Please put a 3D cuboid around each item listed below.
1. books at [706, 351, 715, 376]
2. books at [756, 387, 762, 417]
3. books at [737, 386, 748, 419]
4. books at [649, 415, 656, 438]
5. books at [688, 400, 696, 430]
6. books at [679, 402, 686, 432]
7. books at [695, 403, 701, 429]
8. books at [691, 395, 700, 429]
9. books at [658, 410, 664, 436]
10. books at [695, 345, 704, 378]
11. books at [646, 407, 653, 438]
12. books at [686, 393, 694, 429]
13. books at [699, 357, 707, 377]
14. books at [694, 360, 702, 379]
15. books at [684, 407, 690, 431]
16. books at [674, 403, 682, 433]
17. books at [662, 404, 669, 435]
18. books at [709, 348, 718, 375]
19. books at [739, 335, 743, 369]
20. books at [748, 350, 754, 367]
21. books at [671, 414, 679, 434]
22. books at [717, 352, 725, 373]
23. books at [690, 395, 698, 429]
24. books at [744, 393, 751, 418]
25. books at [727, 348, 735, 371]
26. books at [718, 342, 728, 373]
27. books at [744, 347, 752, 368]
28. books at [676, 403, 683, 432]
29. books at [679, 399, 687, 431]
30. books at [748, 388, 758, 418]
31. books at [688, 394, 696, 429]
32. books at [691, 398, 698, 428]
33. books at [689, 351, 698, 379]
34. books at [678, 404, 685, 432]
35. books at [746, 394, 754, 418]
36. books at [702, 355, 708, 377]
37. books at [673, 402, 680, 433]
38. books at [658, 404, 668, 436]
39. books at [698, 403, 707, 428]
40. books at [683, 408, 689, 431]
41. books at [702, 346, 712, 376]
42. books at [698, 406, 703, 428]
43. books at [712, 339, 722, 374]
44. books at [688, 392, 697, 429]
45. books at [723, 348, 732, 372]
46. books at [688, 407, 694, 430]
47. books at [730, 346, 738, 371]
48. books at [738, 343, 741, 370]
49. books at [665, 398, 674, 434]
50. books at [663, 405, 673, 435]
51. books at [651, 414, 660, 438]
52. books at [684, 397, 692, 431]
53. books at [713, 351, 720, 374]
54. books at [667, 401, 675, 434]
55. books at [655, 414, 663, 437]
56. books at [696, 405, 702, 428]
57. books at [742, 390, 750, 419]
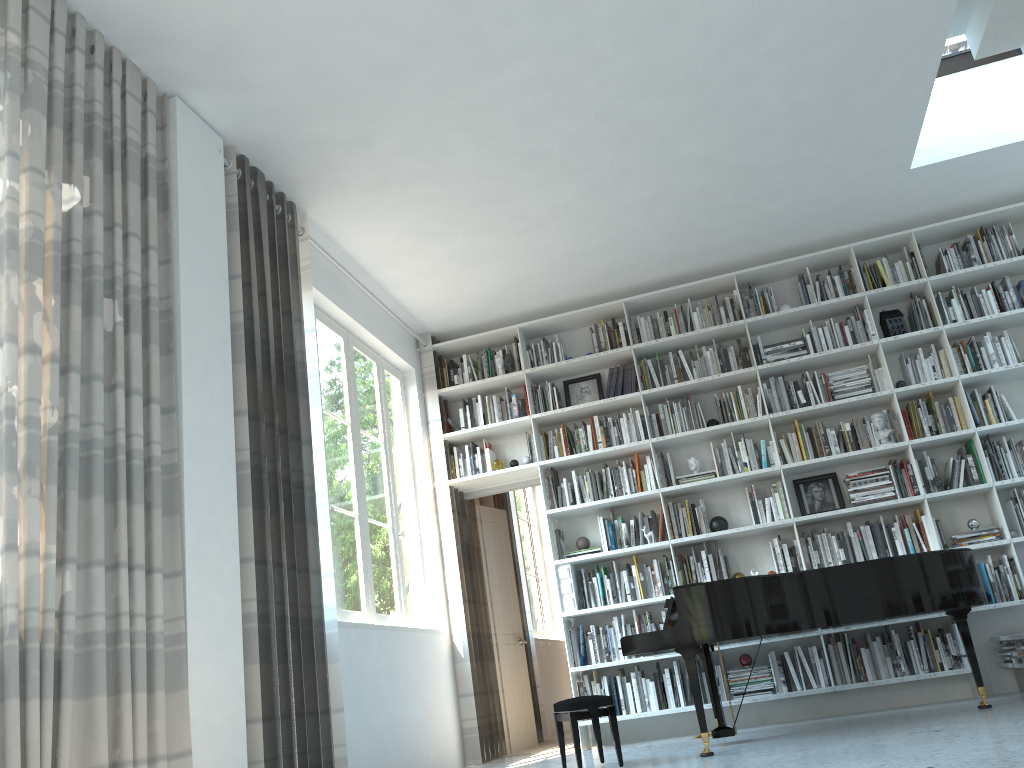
[{"bbox_3d":[1.487,-0.111,6.603,0.021,0.225,0.192,-13,-19,12],"label":"books"},{"bbox_3d":[1.792,0.165,6.417,0.064,0.236,0.209,-13,-19,12],"label":"books"},{"bbox_3d":[1.689,0.172,6.468,0.022,0.283,0.190,-13,-19,12],"label":"books"},{"bbox_3d":[1.057,0.352,6.600,0.015,0.207,0.186,-13,-19,12],"label":"books"},{"bbox_3d":[1.337,0.264,6.548,0.010,0.261,0.158,-13,-19,12],"label":"books"},{"bbox_3d":[1.269,0.276,6.553,0.009,0.260,0.181,-13,-19,12],"label":"books"},{"bbox_3d":[1.382,0.273,6.555,0.009,0.236,0.135,-13,-19,12],"label":"books"},{"bbox_3d":[1.360,0.242,6.534,0.011,0.286,0.189,-13,-19,12],"label":"books"},{"bbox_3d":[1.121,0.326,6.600,0.012,0.239,0.134,-13,-19,12],"label":"books"},{"bbox_3d":[1.412,-0.129,6.643,0.012,0.306,0.145,-13,-19,12],"label":"books"},{"bbox_3d":[1.044,0.324,6.630,0.012,0.284,0.160,-13,-19,12],"label":"books"},{"bbox_3d":[1.328,0.240,6.565,0.004,0.319,0.153,-13,-19,12],"label":"books"},{"bbox_3d":[1.443,-0.081,6.648,0.024,0.211,0.128,-13,-19,12],"label":"books"},{"bbox_3d":[1.402,-0.065,6.627,0.028,0.179,0.168,-13,-19,12],"label":"books"},{"bbox_3d":[1.308,0.292,6.563,0.011,0.225,0.130,-13,-19,12],"label":"books"},{"bbox_3d":[1.238,0.285,6.552,0.012,0.250,0.184,-13,-19,12],"label":"books"},{"bbox_3d":[1.151,0.298,6.588,0.012,0.275,0.157,-13,-19,12],"label":"books"},{"bbox_3d":[1.513,-0.127,6.620,0.028,0.260,0.136,-13,-19,12],"label":"books"},{"bbox_3d":[1.700,-0.193,6.572,0.058,0.301,0.175,-13,-19,12],"label":"books"},{"bbox_3d":[1.780,-0.148,6.569,0.019,0.193,0.098,-13,-19,12],"label":"books"},{"bbox_3d":[1.221,0.328,6.569,0.029,0.186,0.149,-13,-19,12],"label":"books"},{"bbox_3d":[1.566,-0.114,6.608,0.024,0.212,0.150,-13,-19,12],"label":"books"},{"bbox_3d":[1.353,0.242,6.559,0.005,0.304,0.163,-13,-19,12],"label":"books"},{"bbox_3d":[1.721,0.195,6.463,0.011,0.229,0.166,-13,-19,12],"label":"books"},{"bbox_3d":[1.633,-0.138,6.580,0.022,0.222,0.161,-13,-19,12],"label":"books"},{"bbox_3d":[1.584,-0.154,6.617,0.022,0.289,0.147,-13,-19,12],"label":"books"},{"bbox_3d":[1.754,-0.153,6.571,0.028,0.211,0.135,-13,-19,12],"label":"books"},{"bbox_3d":[1.254,0.285,6.573,0.010,0.260,0.170,-13,-19,12],"label":"books"},{"bbox_3d":[1.279,0.267,6.559,0.011,0.278,0.169,-13,-19,12],"label":"books"},{"bbox_3d":[1.755,0.171,6.450,0.022,0.256,0.155,-13,-19,12],"label":"books"},{"bbox_3d":[1.344,0.241,6.567,0.005,0.315,0.157,-13,-19,12],"label":"books"},{"bbox_3d":[1.358,0.250,6.552,0.004,0.283,0.167,-13,-19,12],"label":"books"},{"bbox_3d":[1.372,-0.097,6.653,0.027,0.264,0.169,-13,-19,12],"label":"books"},{"bbox_3d":[1.264,0.285,6.569,0.011,0.255,0.152,-13,-19,12],"label":"books"},{"bbox_3d":[1.739,0.198,6.457,0.024,0.215,0.142,-13,-19,12],"label":"books"},{"bbox_3d":[1.452,-0.090,6.619,0.010,0.207,0.174,-13,-19,12],"label":"books"},{"bbox_3d":[1.226,0.282,6.554,0.009,0.262,0.190,-13,-19,12],"label":"books"},{"bbox_3d":[1.134,0.301,6.596,0.026,0.278,0.151,-13,-19,12],"label":"books"},{"bbox_3d":[1.411,0.264,6.532,0.031,0.231,0.148,-13,-19,12],"label":"books"},{"bbox_3d":[1.292,0.296,6.539,0.011,0.208,0.181,-13,-19,12],"label":"books"},{"bbox_3d":[1.467,-0.127,6.639,0.026,0.285,0.138,-13,-19,12],"label":"books"},{"bbox_3d":[1.399,0.280,6.539,0.004,0.209,0.132,-13,-19,12],"label":"books"},{"bbox_3d":[1.537,-0.163,6.608,0.011,0.312,0.184,-13,-19,12],"label":"books"},{"bbox_3d":[1.347,0.232,6.565,0.005,0.330,0.162,-13,-19,12],"label":"books"},{"bbox_3d":[1.608,-0.131,6.581,0.030,0.217,0.183,-13,-19,12],"label":"books"},{"bbox_3d":[1.331,0.293,6.562,0.012,0.216,0.133,-13,-19,12],"label":"books"},{"bbox_3d":[1.658,-0.145,6.592,0.025,0.236,0.153,-13,-19,12],"label":"books"},{"bbox_3d":[1.689,-0.172,6.569,0.055,0.263,0.167,-13,-19,12],"label":"books"},{"bbox_3d":[1.185,0.275,6.600,0.011,0.316,0.155,-13,-19,12],"label":"books"},{"bbox_3d":[1.169,0.301,6.583,0.024,0.261,0.178,-13,-19,12],"label":"books"},{"bbox_3d":[1.084,0.346,6.620,0.029,0.224,0.137,-13,-19,12],"label":"books"},{"bbox_3d":[1.309,0.254,6.553,0.011,0.290,0.177,-13,-19,12],"label":"books"},{"bbox_3d":[1.534,-0.118,6.607,0.013,0.230,0.142,-13,-19,12],"label":"books"},{"bbox_3d":[1.192,0.282,6.572,0.010,0.282,0.184,-13,-19,12],"label":"books"},{"bbox_3d":[1.109,0.343,6.613,0.024,0.218,0.140,-13,-19,12],"label":"books"},{"bbox_3d":[1.391,0.278,6.544,0.012,0.217,0.151,-13,-19,12],"label":"books"},{"bbox_3d":[1.708,0.183,6.466,0.010,0.256,0.140,-13,-19,12],"label":"books"}]
